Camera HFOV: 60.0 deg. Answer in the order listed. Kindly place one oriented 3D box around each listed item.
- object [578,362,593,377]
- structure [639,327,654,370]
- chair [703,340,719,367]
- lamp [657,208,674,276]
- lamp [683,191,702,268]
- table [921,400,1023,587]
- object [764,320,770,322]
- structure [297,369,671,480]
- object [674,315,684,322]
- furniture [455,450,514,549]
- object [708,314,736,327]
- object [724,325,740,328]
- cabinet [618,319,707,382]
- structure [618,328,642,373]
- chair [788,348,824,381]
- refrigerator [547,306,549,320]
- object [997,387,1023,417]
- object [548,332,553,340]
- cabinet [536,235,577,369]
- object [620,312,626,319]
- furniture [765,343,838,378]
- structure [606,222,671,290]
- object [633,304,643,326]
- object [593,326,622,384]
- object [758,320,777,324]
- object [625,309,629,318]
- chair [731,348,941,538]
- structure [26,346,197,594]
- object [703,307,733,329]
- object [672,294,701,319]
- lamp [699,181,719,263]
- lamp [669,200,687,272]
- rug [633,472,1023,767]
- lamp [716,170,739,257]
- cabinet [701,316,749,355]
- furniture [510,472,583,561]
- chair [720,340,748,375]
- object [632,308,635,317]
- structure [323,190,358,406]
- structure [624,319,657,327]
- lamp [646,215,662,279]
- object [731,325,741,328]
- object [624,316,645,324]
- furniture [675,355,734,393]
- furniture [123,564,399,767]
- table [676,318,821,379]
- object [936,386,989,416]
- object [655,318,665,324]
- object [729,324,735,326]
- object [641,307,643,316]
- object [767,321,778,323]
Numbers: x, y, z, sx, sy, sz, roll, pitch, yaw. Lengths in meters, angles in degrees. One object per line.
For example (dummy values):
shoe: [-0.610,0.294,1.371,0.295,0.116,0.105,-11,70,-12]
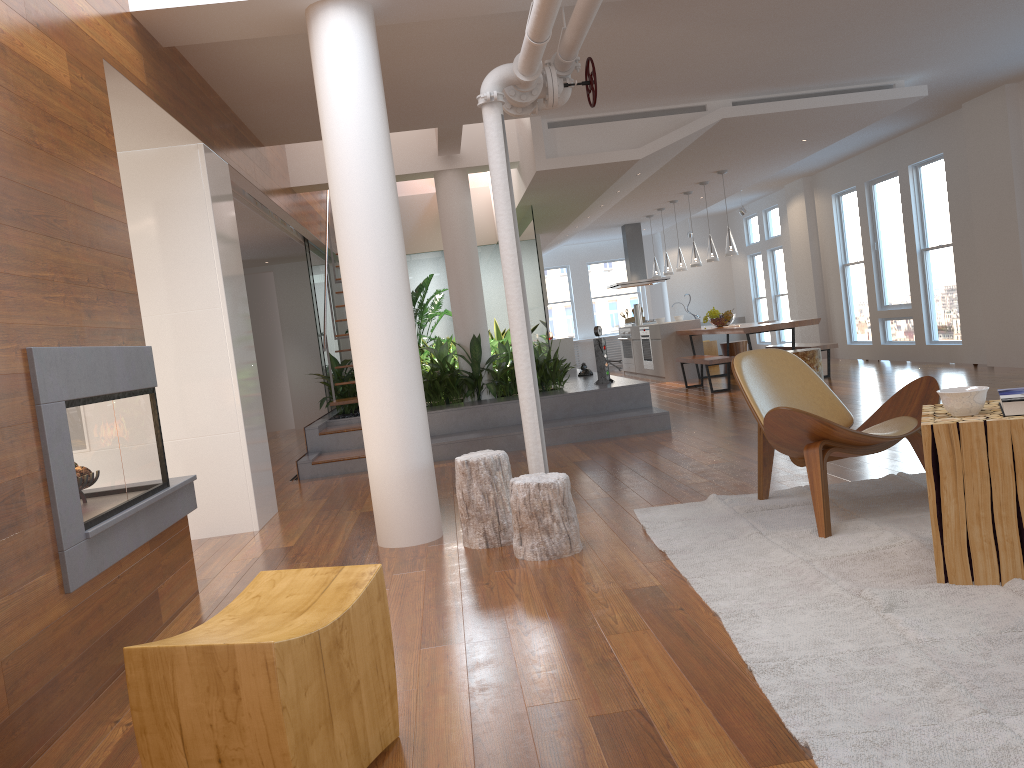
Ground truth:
object: [0.836,-0.173,10.336,0.216,0.155,0.181,-10,4,-39]
structure: [2.071,-0.550,13.576,0.072,0.648,0.644,-8,3,-4]
chair: [3.222,-0.499,14.868,0.344,0.430,0.549,-7,3,0]
lamp: [2.275,-2.153,13.216,0.160,1.060,0.160,-6,3,23]
lamp: [2.389,-2.087,11.776,0.160,1.060,0.160,-6,3,23]
table: [1.651,0.342,2.864,0.548,0.534,0.489,-6,4,26]
object: [3.083,-0.754,10.703,0.079,0.030,0.070,-5,4,39]
structure: [-0.436,0.276,10.079,3.088,0.386,5.584,-8,3,-4]
object: [2.450,-0.958,13.009,0.152,0.082,0.152,-10,4,-43]
furniture: [-0.111,0.537,4.186,0.290,0.418,0.298,-10,4,-41]
object: [2.773,-0.828,11.702,0.360,0.159,0.360,-10,4,-41]
object: [2.663,-0.695,10.720,0.222,0.020,0.222,-5,4,36]
cabinet: [2.325,-0.543,14.102,0.597,0.832,2.936,-8,3,-4]
structure: [2.210,-0.605,15.002,0.649,0.735,0.890,-8,3,-4]
chair: [3.054,-0.156,9.418,0.460,0.400,0.460,-7,3,6]
refrigerator: [0.312,-0.850,15.268,0.725,1.772,0.908,-8,3,-4]
object: [1.694,0.047,2.790,0.279,0.048,0.334,-6,4,27]
object: [0.530,-0.676,12.472,0.094,0.106,0.094,-7,3,2]
cabinet: [0.289,-1.022,14.512,0.676,2.280,4.565,-8,3,-4]
object: [1.981,-1.136,15.426,0.199,0.259,0.016,-7,3,6]
furniture: [3.517,-0.283,10.793,0.316,0.389,1.433,-8,3,-4]
structure: [2.033,-2.350,14.891,0.909,1.405,0.900,-8,3,-4]
object: [2.074,-1.133,14.518,0.120,0.356,0.172,-4,4,44]
object: [0.929,-0.291,8.614,0.318,0.565,0.134,-5,4,32]
object: [3.084,-0.748,10.703,0.222,0.020,0.222,-8,3,-12]
object: [2.014,-1.159,15.430,0.055,0.299,0.027,-8,3,-4]
chair: [1.476,0.196,3.903,0.856,0.752,0.867,-7,3,1]
structure: [-1.815,0.279,3.273,0.844,0.737,1.382,-8,3,-4]
object: [2.739,-0.888,11.710,0.394,0.284,0.292,-10,4,-40]
object: [3.308,-1.422,16.757,0.590,0.563,0.210,-9,4,-33]
lamp: [2.445,-2.053,11.056,0.160,1.060,0.160,-6,3,23]
lamp: [2.332,-2.120,12.496,0.160,1.060,0.160,-6,3,23]
rug: [2.339,0.487,2.752,3.525,0.057,3.478,-7,3,0]
lamp: [2.502,-2.020,10.336,0.160,1.060,0.160,-6,3,23]
cabinet: [3.766,-0.836,16.864,1.309,0.725,0.420,-8,3,-4]
furniture: [0.141,0.566,3.851,0.294,0.333,0.292,-9,4,-34]
chair: [3.191,-0.376,12.647,0.396,0.455,0.402,-8,3,-14]
object: [2.132,-1.174,15.438,0.061,0.299,0.040,-8,3,-7]
structure: [-0.961,-1.792,10.608,2.552,4.265,4.591,-8,3,-4]
structure: [2.197,-1.032,14.992,0.520,0.073,0.650,-8,3,-4]
lamp: [2.218,-2.187,13.936,0.160,1.060,0.160,-6,3,23]
object: [2.660,-0.684,10.585,0.149,0.014,0.044,-8,3,-5]
object: [2.143,-1.095,15.433,0.353,0.157,0.084,-8,3,-4]
furniture: [2.338,-0.127,10.707,0.316,0.389,1.433,-8,3,-4]
furniture: [-0.529,0.704,2.019,0.344,0.430,0.549,-6,3,15]
table: [2.773,-0.459,12.739,0.893,0.704,5.996,-8,3,-4]
object: [1.455,0.058,2.855,0.152,0.082,0.152,-10,4,-43]
object: [2.194,-0.931,13.114,0.152,0.082,0.152,-5,4,35]
object: [2.662,-0.701,10.720,0.070,0.030,0.079,-10,4,-41]
object: [2.266,-1.190,15.449,0.057,0.294,0.030,-8,3,-4]
object: [3.105,-0.745,10.598,0.158,0.017,0.019,-8,3,-9]
